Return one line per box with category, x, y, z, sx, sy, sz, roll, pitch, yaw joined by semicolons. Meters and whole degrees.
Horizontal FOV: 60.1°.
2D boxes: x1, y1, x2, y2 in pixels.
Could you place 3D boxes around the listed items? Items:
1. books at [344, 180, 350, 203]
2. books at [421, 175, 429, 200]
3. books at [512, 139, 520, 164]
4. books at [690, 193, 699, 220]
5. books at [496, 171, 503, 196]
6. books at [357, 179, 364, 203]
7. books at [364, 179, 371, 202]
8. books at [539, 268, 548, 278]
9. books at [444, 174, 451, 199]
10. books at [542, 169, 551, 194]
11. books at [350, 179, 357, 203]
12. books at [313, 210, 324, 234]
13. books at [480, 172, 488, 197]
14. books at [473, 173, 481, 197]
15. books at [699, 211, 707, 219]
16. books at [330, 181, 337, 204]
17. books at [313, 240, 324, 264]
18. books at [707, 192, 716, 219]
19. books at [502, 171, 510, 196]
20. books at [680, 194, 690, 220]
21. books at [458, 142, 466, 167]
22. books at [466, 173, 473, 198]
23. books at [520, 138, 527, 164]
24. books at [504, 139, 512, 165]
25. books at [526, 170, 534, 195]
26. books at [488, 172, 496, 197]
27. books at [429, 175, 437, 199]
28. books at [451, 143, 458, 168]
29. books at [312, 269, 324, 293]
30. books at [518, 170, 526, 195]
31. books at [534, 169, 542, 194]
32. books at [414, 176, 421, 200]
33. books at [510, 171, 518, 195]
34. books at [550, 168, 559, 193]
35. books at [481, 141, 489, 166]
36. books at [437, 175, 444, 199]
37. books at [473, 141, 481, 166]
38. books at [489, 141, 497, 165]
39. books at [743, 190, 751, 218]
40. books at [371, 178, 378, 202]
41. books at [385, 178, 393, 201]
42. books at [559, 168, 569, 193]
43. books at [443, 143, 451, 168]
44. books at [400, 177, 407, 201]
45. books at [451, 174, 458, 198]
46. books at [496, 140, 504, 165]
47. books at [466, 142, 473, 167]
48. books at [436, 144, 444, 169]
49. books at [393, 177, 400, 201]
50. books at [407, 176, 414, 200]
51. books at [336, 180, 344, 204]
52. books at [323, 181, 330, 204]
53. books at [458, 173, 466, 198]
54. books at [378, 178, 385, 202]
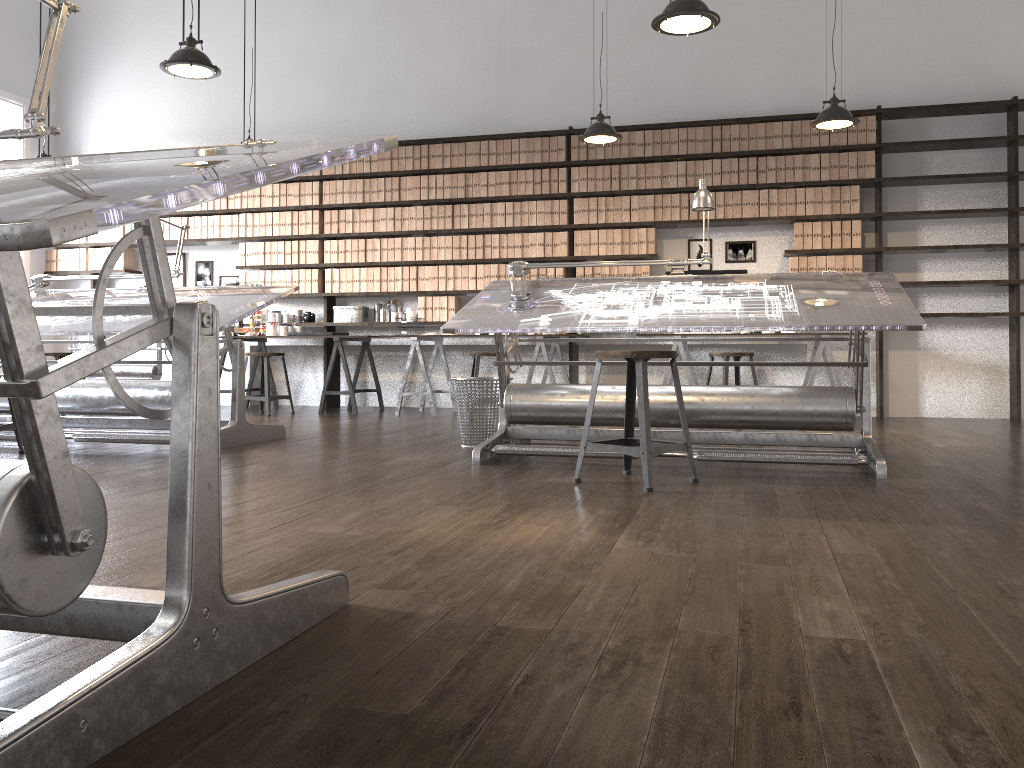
books;-1.498;-1.770;8.238;0.067;0.226;0.174;0;0;15
books;-0.764;-1.764;8.037;0.067;0.226;0.174;0;0;15
books;0.051;-2.034;7.825;0.067;0.226;0.174;0;0;15
books;1.526;-1.473;7.418;0.067;0.226;0.174;0;0;15
books;-0.093;-1.758;7.862;0.067;0.226;0.174;0;0;15
books;-1.373;-1.769;8.201;0.067;0.226;0.174;0;0;15
books;-1.307;-1.769;8.189;0.067;0.226;0.174;0;0;15
books;0.286;-0.937;7.747;0.067;0.226;0.174;0;0;15
books;-0.552;-1.762;7.983;0.067;0.226;0.174;0;0;15
books;0.314;-1.754;7.749;0.067;0.226;0.174;0;0;15
books;-1.437;-1.770;8.223;0.067;0.226;0.174;0;0;15
books;-1.801;-1.505;8.318;0.067;0.226;0.174;0;0;15
books;-0.224;-1.759;7.893;0.067;0.226;0.174;0;0;15
books;-0.291;-1.759;7.916;0.067;0.226;0.174;0;0;15
books;1.599;-1.473;7.404;0.067;0.226;0.174;0;0;15
books;-1.635;-1.772;8.277;0.067;0.226;0.174;0;0;15
books;-1.800;-1.228;8.305;0.067;0.226;0.174;0;0;15
books;1.661;-1.472;7.380;0.067;0.226;0.174;0;0;15
books;-0.029;-1.757;7.840;0.067;0.226;0.174;0;0;15
books;1.455;-1.474;7.443;0.067;0.226;0.174;0;0;15
books;-0.423;-2.038;7.956;0.067;0.226;0.174;0;0;15
books;-0.358;-1.760;7.935;0.067;0.226;0.174;0;0;15
books;0.122;-2.033;7.808;0.067;0.226;0.174;0;0;15
books;-0.016;-2.034;7.847;0.067;0.226;0.174;0;0;15
books;0.173;-1.755;7.787;0.067;0.226;0.174;0;0;15
books;-0.154;-1.758;7.877;0.067;0.226;0.174;0;0;15
books;-0.694;-1.763;8.022;0.067;0.226;0.174;0;0;15
books;-0.490;-2.039;7.976;0.067;0.226;0.174;0;0;15
books;-1.803;-0.957;8.302;0.067;0.226;0.174;0;0;15
books;0.106;-1.756;7.810;0.067;0.226;0.174;0;0;15
books;0.243;-1.754;7.773;0.067;0.226;0.174;0;0;15
books;-0.834;-1.764;8.056;0.067;0.226;0.174;0;0;15
books;0.037;-1.756;7.828;0.067;0.226;0.174;0;0;15
books;0.387;-1.753;7.735;0.067;0.226;0.174;0;0;15
books;-0.222;-2.036;7.896;0.067;0.226;0.174;0;0;15
books;-0.622;-1.762;8.000;0.067;0.226;0.174;0;0;15
books;-0.292;-2.037;7.915;0.067;0.226;0.174;0;0;15
books;-0.151;-2.035;7.881;0.067;0.226;0.174;0;0;15
books;1.939;-1.470;7.310;0.067;0.226;0.174;0;0;15
books;-1.238;-1.768;8.171;0.067;0.226;0.174;0;0;15
books;-1.101;-1.767;8.135;0.067;0.226;0.174;0;0;15
books;0.460;-1.752;7.713;0.067;0.226;0.174;0;0;15
books;-0.559;-2.039;7.991;0.067;0.226;0.174;0;0;15
books;-0.957;-1.766;8.096;0.067;0.226;0.174;0;0;15
books;-0.491;-1.761;7.969;0.067;0.226;0.174;0;0;15
books;-0.082;-2.035;7.867;0.067;0.226;0.174;0;0;15
books;-0.352;-2.037;7.936;0.067;0.226;0.174;0;0;15
books;-0.630;-2.040;8.006;0.067;0.226;0.174;0;0;15
books;-1.030;-1.766;8.110;0.067;0.226;0.174;0;0;15
books;-0.894;-1.765;8.076;0.067;0.226;0.174;0;0;15
books;-1.568;-1.771;8.255;0.067;0.226;0.174;0;0;15
books;-1.702;-1.772;8.297;0.067;0.226;0.174;0;0;15
books;-0.427;-1.760;7.947;0.067;0.226;0.174;0;0;15
books;-1.171;-1.767;8.148;0.067;0.226;0.174;0;0;15
